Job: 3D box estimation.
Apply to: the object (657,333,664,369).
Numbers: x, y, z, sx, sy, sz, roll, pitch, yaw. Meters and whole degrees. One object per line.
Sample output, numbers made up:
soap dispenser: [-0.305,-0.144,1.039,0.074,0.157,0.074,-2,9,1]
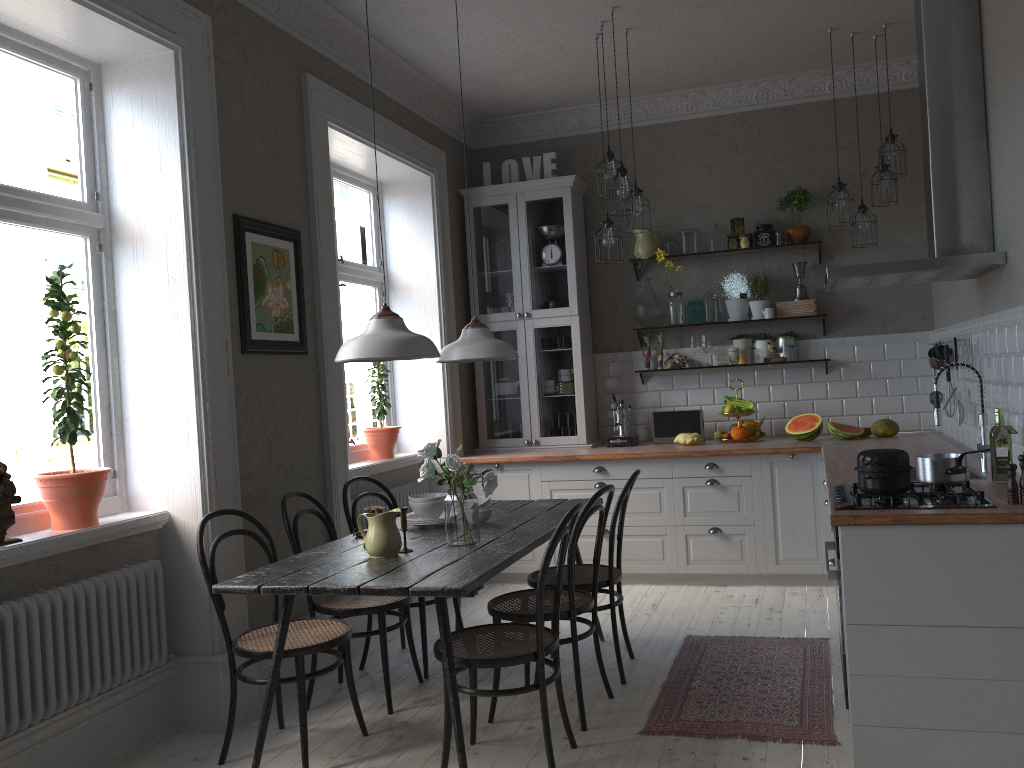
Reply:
object: [1.062,-0.234,6.309,0.063,0.264,0.052,-4,0,-36]

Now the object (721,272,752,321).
object: [1.585,-0.611,6.178,0.240,0.354,0.239,-3,0,35]

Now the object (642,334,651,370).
object: [0.967,-0.229,6.354,0.053,0.264,0.061,-4,0,-11]

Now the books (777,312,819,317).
books: [1.954,-0.474,6.046,0.257,0.011,0.160,-3,0,23]

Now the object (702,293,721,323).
object: [1.384,-0.524,6.146,0.122,0.206,0.127,-3,0,40]

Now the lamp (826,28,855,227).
lamp: [1.883,-1.801,5.196,0.150,1.735,0.143,-4,0,-40]

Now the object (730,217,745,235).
object: [1.554,-1.084,6.105,0.083,0.113,0.082,-3,0,-2]

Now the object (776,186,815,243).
object: [1.943,-1.137,5.999,0.255,0.397,0.246,-3,0,42]

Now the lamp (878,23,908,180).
lamp: [2.179,-2.077,5.175,0.148,1.735,0.145,-4,0,-10]

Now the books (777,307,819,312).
books: [1.952,-0.506,6.046,0.257,0.011,0.160,-3,0,23]

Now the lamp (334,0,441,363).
lamp: [-0.504,-1.011,3.205,0.387,1.858,0.371,-4,0,-35]

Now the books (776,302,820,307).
books: [1.950,-0.538,6.045,0.256,0.016,0.160,-3,0,30]

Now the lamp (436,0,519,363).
lamp: [-0.213,-1.030,4.062,0.373,1.858,0.385,-3,0,25]

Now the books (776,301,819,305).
books: [1.950,-0.549,6.045,0.256,0.016,0.160,-3,0,26]

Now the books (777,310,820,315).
books: [1.954,-0.484,6.046,0.256,0.016,0.160,-3,0,30]

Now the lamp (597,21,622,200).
lamp: [0.500,-1.901,4.897,0.146,1.735,0.147,-3,0,5]

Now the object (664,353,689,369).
object: [1.156,-0.165,6.256,0.177,0.111,0.096,-3,0,-5]

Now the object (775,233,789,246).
object: [1.820,-0.979,5.985,0.092,0.096,0.075,-3,0,18]

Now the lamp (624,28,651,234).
lamp: [0.663,-1.730,5.015,0.146,1.735,0.147,-3,0,5]

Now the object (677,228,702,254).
object: [1.250,-0.989,6.219,0.175,0.184,0.168,-4,0,-33]

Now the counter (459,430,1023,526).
counter: [0.818,0.449,4.714,3.123,0.039,3.431,-3,0,18]

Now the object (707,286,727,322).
object: [1.453,-0.557,6.283,0.129,0.264,0.133,-3,0,23]

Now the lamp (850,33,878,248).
lamp: [2.055,-1.689,5.288,0.148,1.735,0.145,-4,0,-10]

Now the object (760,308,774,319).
object: [1.744,-0.479,6.011,0.064,0.071,0.104,-4,0,-42]

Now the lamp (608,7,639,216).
lamp: [0.547,-1.773,4.718,0.149,1.735,0.144,-4,0,-25]

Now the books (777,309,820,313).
books: [1.953,-0.495,6.046,0.256,0.016,0.160,-3,0,26]

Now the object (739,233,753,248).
object: [1.614,-0.976,6.098,0.081,0.113,0.084,-3,0,28]

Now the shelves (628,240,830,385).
shelves: [1.507,-0.457,6.174,1.301,0.923,0.231,-3,0,17]

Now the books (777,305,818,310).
books: [1.952,-0.517,6.046,0.257,0.011,0.160,-3,0,20]

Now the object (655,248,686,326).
object: [1.106,-0.676,6.168,0.190,0.540,0.282,-3,0,10]

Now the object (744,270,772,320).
object: [1.693,-0.630,6.091,0.187,0.380,0.167,-4,0,-22]

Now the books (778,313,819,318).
books: [1.955,-0.462,6.046,0.257,0.011,0.160,-3,0,20]

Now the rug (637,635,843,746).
rug: [1.019,1.273,3.816,0.727,0.014,1.304,-3,0,18]

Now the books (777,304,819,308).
books: [1.951,-0.527,6.045,0.257,0.011,0.160,-3,0,23]

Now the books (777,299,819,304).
books: [1.949,-0.560,6.045,0.257,0.011,0.160,-3,0,23]

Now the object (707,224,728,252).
object: [1.449,-1.019,6.258,0.142,0.220,0.138,-4,0,-23]

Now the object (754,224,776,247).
object: [1.744,-1.014,6.111,0.140,0.174,0.144,-3,0,18]

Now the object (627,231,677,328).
object: [0.951,-0.736,6.260,0.337,0.674,0.334,-4,0,-14]

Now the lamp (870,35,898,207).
lamp: [2.203,-1.950,5.350,0.149,1.735,0.144,-4,0,-30]

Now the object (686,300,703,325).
object: [1.297,-0.502,6.267,0.124,0.172,0.128,-3,0,21]

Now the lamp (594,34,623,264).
lamp: [0.508,-1.562,5.069,0.148,1.735,0.145,-4,0,-15]

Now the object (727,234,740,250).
object: [1.533,-0.971,6.127,0.082,0.113,0.084,-3,0,18]

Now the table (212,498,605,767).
table: [-0.246,0.992,3.748,0.894,0.735,1.943,-3,0,18]
